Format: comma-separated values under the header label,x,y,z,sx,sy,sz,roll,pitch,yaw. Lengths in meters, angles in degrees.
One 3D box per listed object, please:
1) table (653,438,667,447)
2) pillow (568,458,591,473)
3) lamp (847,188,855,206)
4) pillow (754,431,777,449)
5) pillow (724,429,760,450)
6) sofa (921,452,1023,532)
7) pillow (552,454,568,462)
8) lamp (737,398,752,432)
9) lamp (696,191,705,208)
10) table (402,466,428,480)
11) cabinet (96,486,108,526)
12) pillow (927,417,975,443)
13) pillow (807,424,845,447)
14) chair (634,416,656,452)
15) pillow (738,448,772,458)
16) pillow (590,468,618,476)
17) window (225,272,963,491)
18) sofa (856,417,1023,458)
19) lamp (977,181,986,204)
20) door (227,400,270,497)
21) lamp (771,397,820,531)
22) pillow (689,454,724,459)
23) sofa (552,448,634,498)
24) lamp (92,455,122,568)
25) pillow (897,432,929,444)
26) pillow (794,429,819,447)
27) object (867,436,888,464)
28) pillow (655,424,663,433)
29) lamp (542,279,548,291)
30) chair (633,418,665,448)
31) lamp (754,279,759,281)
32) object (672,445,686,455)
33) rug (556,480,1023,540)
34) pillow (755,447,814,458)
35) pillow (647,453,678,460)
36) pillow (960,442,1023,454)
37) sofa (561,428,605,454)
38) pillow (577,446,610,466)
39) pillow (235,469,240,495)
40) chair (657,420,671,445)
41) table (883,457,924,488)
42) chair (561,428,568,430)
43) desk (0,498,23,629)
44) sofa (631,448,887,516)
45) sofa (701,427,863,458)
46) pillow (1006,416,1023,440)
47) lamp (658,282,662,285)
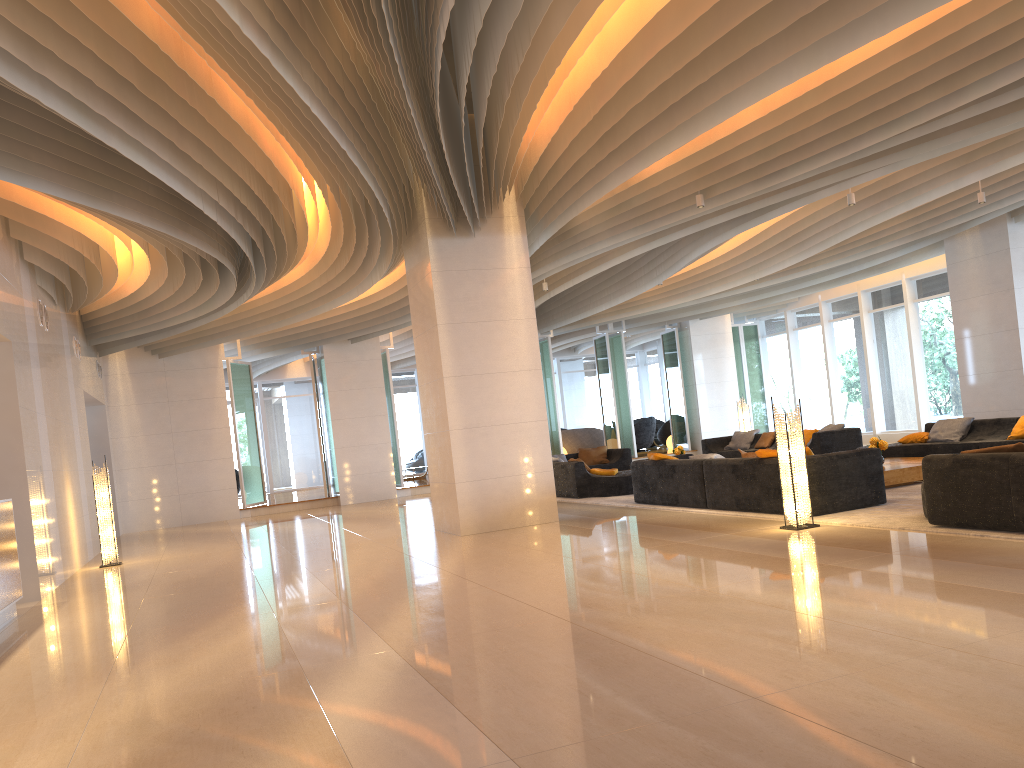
label,x,y,z,sx,sy,sz,roll,pitch,yaw
table,4.978,1.836,28.296,1.087,0.318,0.814,-6,-3,-14
pillow,1.128,1.333,14.246,0.331,0.311,0.420,-6,-2,-18
lamp,4.168,-2.989,11.097,0.088,1.506,0.090,-6,0,43
pillow,4.915,1.088,17.178,0.325,0.312,0.404,-6,-2,-22
pillow,4.652,1.135,17.970,0.555,0.377,0.630,-4,-3,-42
sofa,4.082,0.751,6.790,1.367,0.576,2.234,-5,-3,-20
pillow,0.941,1.588,18.097,0.411,0.312,0.319,-6,-2,-18
lamp,5.013,0.925,19.048,0.252,1.450,0.248,-6,0,-20
lamp,2.108,-2.803,10.298,0.090,1.506,0.088,-7,0,-29
table,-2.842,2.506,24.668,1.087,0.318,0.814,-6,-3,-14
cabinet,-7.174,2.073,14.834,0.564,0.661,1.498,-6,-3,-20
pillow,6.347,0.712,12.898,0.466,0.416,0.659,-6,-2,-20
pillow,5.496,0.901,15.561,0.547,0.377,0.640,-6,-2,2
chair,3.707,1.522,26.369,1.121,1.005,1.540,-8,-3,42
pillow,2.774,0.892,9.728,0.448,0.409,0.597,-6,-2,-18
pillow,1.464,1.387,14.040,0.408,0.136,0.420,-7,-3,13
window,7.693,-0.748,14.857,53.758,3.218,22.461,-9,-4,35
sofa,6.418,0.789,12.067,1.364,0.582,4.107,-5,-3,-21
lamp,6.216,-3.174,11.882,0.090,1.506,0.088,-7,0,-29
door,-7.995,1.914,25.905,1.472,2.771,0.059,-6,0,-21
lamp,2.512,0.694,7.947,0.252,1.198,0.248,-6,0,-20
pillow,2.438,1.024,10.698,0.424,0.377,0.582,-6,-2,-18
sofa,1.658,1.519,16.051,2.851,0.653,5.047,-5,-3,-20
lamp,-5.341,1.662,11.626,0.252,1.450,0.248,-6,0,-20
pillow,6.083,0.823,13.345,0.443,0.192,0.594,-8,-3,35
pillow,5.317,0.977,16.034,0.324,0.312,0.404,-6,-2,-18
object,4.535,0.823,10.992,0.236,0.377,0.266,-6,-1,2
pillow,4.874,1.469,29.344,0.502,0.408,0.465,-7,-2,7
lamp,0.491,-2.341,15.157,0.088,1.506,0.090,-6,0,25
chair,4.540,1.594,29.245,1.523,1.005,1.133,-6,-2,-8
lamp,4.515,-2.705,16.702,0.088,1.506,0.090,-6,0,25
object,3.044,1.288,16.140,0.235,0.377,0.267,-7,-1,12
rug,4.589,1.257,11.445,5.563,0.022,16.087,-5,-3,-20
pillow,2.913,0.819,9.102,0.555,0.377,0.630,-4,-3,-42
pillow,2.069,1.053,11.510,0.547,0.377,0.640,-6,-2,2
pillow,3.756,0.619,6.655,0.400,0.391,0.600,-6,-2,-17
sofa,1.696,1.731,25.164,2.532,0.901,1.124,-8,-2,29
pillow,1.689,1.493,18.403,0.638,0.377,0.548,-6,-2,2
pillow,-6.913,2.356,20.112,1.533,1.005,1.126,-5,-2,-23
chair,5.196,1.410,27.334,1.530,1.005,1.128,-6,-2,-18
table,4.681,1.116,11.142,1.615,0.220,1.588,-5,-3,-20
chair,1.711,1.794,27.191,1.539,1.005,1.121,-5,-2,-38
desk,-3.803,1.295,4.764,0.906,1.049,6.615,-6,-3,-20
sofa,2.640,1.115,10.356,0.950,0.582,3.746,-6,-3,-20
sofa,4.968,1.220,16.717,0.950,0.582,3.746,-6,-3,-20
pillow,6.815,0.601,11.575,0.454,0.394,0.632,-6,-2,-21
lamp,2.582,-2.530,15.959,0.088,1.506,0.090,-6,0,25
